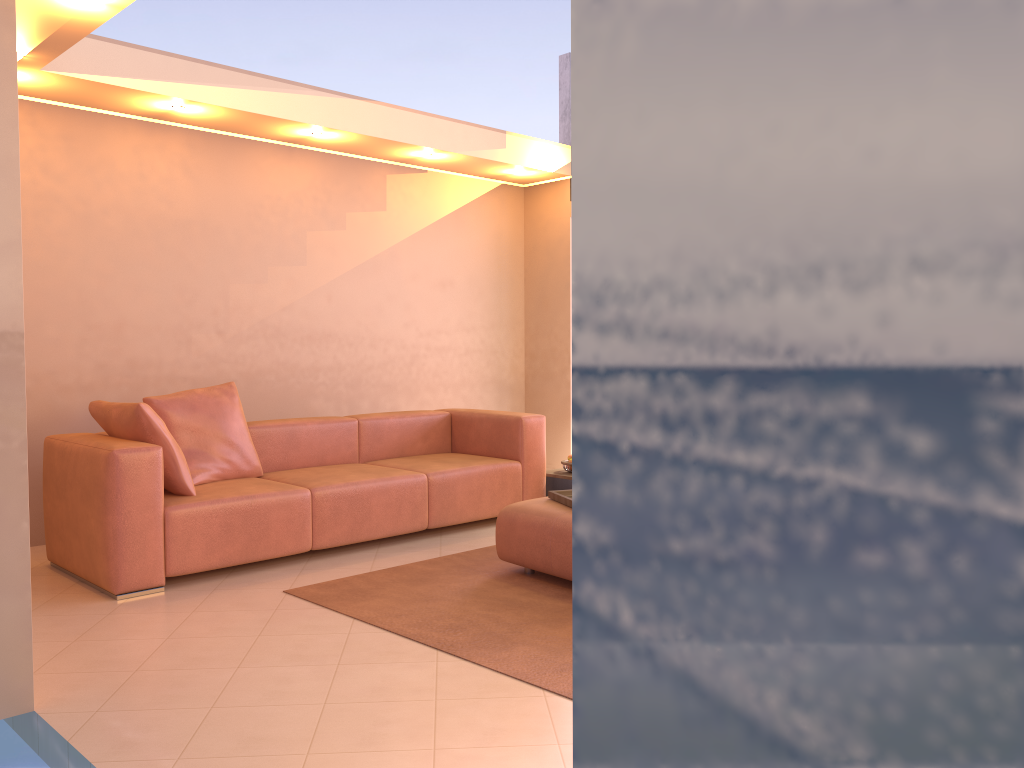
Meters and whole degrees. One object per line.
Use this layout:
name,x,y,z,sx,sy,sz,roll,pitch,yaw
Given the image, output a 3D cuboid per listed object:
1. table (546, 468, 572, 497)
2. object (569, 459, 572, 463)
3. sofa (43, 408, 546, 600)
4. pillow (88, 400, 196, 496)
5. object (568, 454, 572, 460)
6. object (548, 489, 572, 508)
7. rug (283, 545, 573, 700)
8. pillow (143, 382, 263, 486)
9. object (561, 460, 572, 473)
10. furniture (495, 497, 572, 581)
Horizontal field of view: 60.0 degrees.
table,0.625,0.707,6.053,0.918,0.268,0.412,-2,3,-44
object,0.398,0.512,5.811,0.055,0.047,0.045,1,2,23
sofa,-1.065,0.551,5.103,2.781,0.672,0.943,-2,3,-44
pillow,-1.783,0.318,4.331,0.554,0.486,0.335,2,3,42
object,0.395,0.490,5.885,0.047,0.046,0.054,1,3,32
object,0.452,0.547,4.239,0.436,0.034,0.421,-1,2,-19
rug,0.547,0.932,3.672,1.833,0.005,2.626,-2,3,-44
pillow,-1.640,0.260,4.732,0.302,0.528,0.582,1,3,29
object,0.442,0.546,5.863,0.235,0.071,0.235,1,3,38
furniture,0.577,0.720,4.018,0.685,0.301,1.291,-2,3,-39
